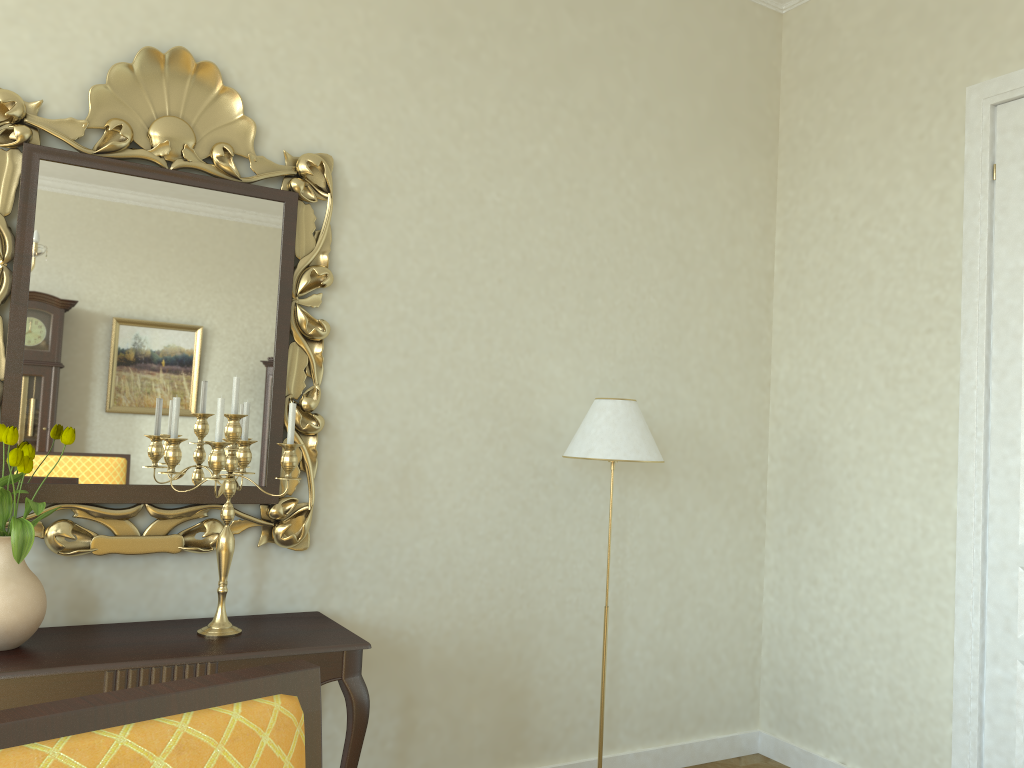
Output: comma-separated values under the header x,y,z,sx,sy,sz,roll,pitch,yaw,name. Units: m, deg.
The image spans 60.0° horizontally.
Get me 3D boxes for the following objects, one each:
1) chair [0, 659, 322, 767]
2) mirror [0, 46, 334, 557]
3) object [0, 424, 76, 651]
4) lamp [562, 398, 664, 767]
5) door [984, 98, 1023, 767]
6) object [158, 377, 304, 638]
x,y,z,sx,sy,sz,roll,pitch,yaw,name
-0.298,0.881,0.684,0.671,1.083,0.730,0,-5,44,chair
-1.107,-0.274,2.784,1.117,1.612,0.082,5,-4,-30,mirror
-1.337,0.389,2.344,0.264,0.609,0.242,3,-3,0,object
0.351,0.830,3.288,0.381,1.552,0.381,5,-4,-30,lamp
2.078,0.283,2.628,0.153,2.701,1.405,5,-4,-30,door
-0.843,0.356,2.636,0.320,0.757,0.320,0,-4,40,object
